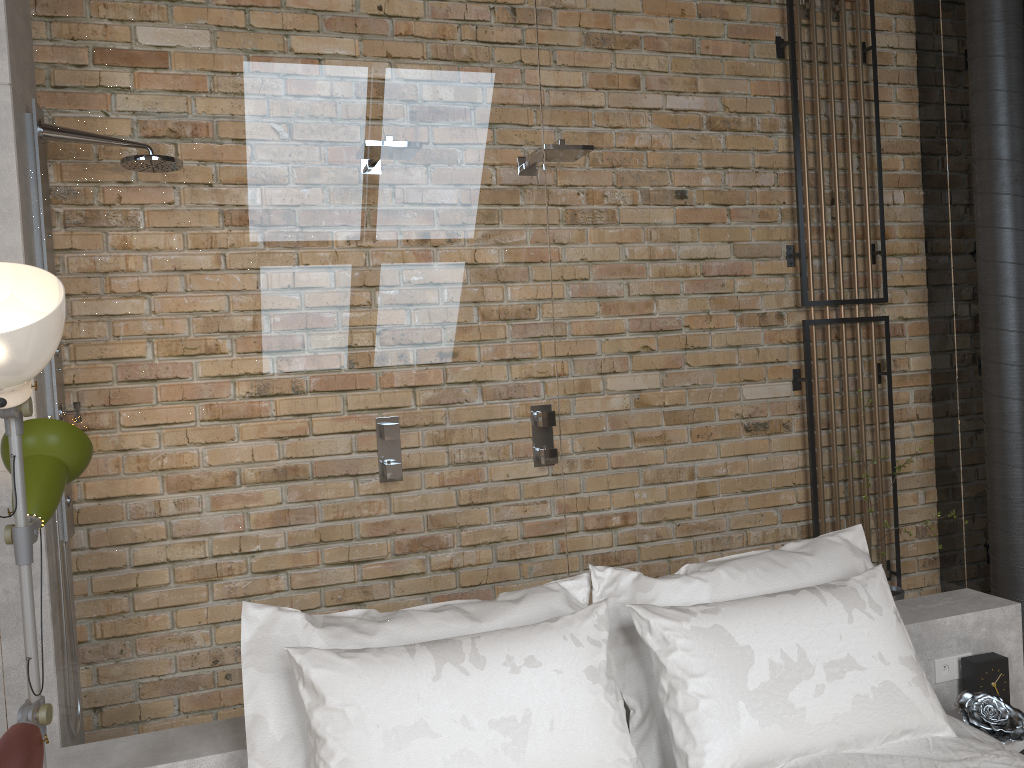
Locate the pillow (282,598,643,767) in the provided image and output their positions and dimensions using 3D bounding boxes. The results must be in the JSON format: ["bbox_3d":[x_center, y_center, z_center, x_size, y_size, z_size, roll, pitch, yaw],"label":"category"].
[{"bbox_3d":[-0.084,0.720,1.873,0.744,0.397,0.276,-4,2,-19],"label":"pillow"}]

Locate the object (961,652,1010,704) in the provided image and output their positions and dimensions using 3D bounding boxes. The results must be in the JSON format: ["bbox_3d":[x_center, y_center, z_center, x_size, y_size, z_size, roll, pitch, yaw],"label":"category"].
[{"bbox_3d":[1.405,0.899,2.628,0.116,0.178,0.067,-4,2,-15],"label":"object"}]

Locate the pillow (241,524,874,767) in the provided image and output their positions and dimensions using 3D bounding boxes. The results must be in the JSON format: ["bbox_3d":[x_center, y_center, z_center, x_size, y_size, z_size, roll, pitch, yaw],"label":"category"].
[{"bbox_3d":[0.249,0.699,2.160,1.746,0.517,0.358,-4,2,-19],"label":"pillow"}]

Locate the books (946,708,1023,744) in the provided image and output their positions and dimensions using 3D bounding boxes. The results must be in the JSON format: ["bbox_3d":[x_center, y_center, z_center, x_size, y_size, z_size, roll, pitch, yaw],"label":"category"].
[{"bbox_3d":[1.293,0.945,2.455,0.184,0.030,0.175,-5,2,-35],"label":"books"}]

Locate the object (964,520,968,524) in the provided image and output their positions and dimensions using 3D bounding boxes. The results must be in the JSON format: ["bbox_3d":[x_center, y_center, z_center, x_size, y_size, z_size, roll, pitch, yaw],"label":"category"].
[{"bbox_3d":[1.678,0.577,3.779,0.517,1.117,0.228,-2,2,42],"label":"object"}]

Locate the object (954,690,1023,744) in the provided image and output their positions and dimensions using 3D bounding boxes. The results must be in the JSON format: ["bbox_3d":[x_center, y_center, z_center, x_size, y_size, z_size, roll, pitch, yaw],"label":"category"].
[{"bbox_3d":[1.291,0.893,2.388,0.170,0.094,0.160,-4,2,-7],"label":"object"}]

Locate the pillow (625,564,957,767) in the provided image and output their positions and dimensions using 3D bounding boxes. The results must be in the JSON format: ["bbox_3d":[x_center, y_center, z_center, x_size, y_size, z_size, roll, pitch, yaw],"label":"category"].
[{"bbox_3d":[0.668,0.691,2.126,0.748,0.385,0.291,-4,2,-19],"label":"pillow"}]

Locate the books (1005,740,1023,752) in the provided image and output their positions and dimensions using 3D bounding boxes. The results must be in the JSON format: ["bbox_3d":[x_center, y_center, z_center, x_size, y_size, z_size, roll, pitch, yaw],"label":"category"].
[{"bbox_3d":[1.288,0.980,2.454,0.203,0.040,0.193,-5,2,-37],"label":"books"}]

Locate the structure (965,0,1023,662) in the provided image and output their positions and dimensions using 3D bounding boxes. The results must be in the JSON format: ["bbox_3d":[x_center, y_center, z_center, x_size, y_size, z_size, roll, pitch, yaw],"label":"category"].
[{"bbox_3d":[1.698,-0.426,3.480,0.829,3.140,1.189,-4,2,-18],"label":"structure"}]

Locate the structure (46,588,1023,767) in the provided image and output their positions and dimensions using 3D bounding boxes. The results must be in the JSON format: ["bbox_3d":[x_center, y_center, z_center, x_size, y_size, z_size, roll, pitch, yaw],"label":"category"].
[{"bbox_3d":[0.220,1.017,2.403,2.820,0.494,0.206,-4,2,-18],"label":"structure"}]

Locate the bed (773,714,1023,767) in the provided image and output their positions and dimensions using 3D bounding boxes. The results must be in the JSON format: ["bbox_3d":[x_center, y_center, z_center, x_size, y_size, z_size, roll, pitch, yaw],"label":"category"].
[{"bbox_3d":[0.718,1.045,1.317,2.300,0.442,2.169,-4,2,-18],"label":"bed"}]

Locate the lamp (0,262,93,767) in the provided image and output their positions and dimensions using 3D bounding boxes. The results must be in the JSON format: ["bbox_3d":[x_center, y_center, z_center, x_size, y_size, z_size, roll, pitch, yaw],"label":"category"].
[{"bbox_3d":[-0.955,0.562,1.738,0.270,1.582,0.561,-4,2,-21],"label":"lamp"}]
